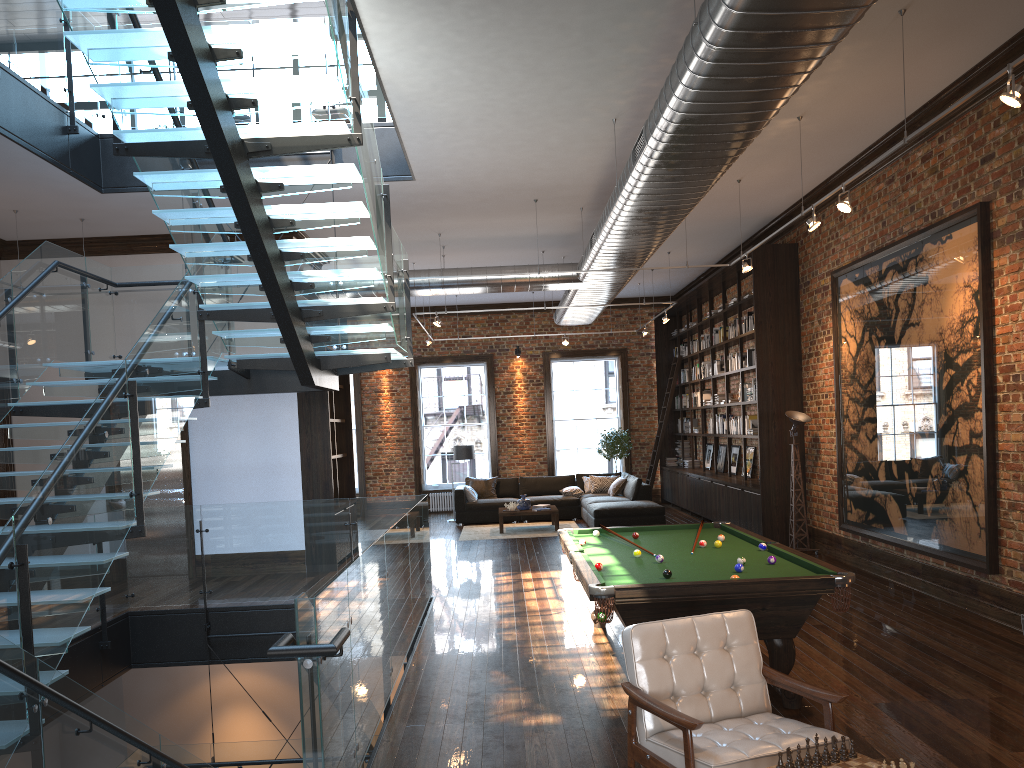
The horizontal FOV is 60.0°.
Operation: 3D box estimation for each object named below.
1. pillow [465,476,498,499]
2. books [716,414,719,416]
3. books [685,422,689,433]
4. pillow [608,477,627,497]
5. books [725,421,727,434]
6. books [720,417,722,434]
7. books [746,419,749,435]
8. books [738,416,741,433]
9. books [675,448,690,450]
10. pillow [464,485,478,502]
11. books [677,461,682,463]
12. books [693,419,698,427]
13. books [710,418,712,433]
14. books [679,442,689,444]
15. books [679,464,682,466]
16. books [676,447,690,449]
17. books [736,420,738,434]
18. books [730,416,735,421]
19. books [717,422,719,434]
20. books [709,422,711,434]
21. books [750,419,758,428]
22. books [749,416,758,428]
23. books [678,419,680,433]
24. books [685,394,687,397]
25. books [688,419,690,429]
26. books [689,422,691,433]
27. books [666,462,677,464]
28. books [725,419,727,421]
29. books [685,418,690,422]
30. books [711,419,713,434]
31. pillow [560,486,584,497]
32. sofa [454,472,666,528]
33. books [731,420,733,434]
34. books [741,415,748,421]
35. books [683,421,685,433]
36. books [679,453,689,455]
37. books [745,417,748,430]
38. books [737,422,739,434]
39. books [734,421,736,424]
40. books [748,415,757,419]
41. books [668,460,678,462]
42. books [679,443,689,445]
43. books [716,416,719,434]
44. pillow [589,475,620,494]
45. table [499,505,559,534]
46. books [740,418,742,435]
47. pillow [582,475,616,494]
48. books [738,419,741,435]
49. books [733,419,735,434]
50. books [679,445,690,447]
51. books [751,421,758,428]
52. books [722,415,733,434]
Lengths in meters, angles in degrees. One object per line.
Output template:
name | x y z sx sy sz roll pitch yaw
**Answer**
pillow | -0.608 2.005 17.118 0.700 0.441 0.304 -3 1 0
books | 3.687 0.705 15.675 0.144 0.338 0.013 -3 2 -1
books | 3.630 0.880 18.064 0.212 0.233 0.019 -3 2 -1
pillow | 1.955 1.911 16.466 0.314 0.356 0.629 -3 -2 -1
books | 3.689 0.729 14.953 0.191 0.218 0.033 -3 2 -1
books | 3.684 0.712 15.313 0.184 0.289 0.016 -3 2 -1
books | 3.698 0.656 13.673 0.176 0.247 0.038 -3 2 -1
books | 3.707 0.659 14.222 0.152 0.292 0.031 -3 2 -1
books | 3.620 1.382 18.798 0.260 0.028 0.316 -3 -3 -1
pillow | -0.773 2.069 16.732 0.244 0.306 0.573 -3 -2 0
books | 3.632 1.647 18.812 0.241 0.023 0.262 -3 -3 4
books | 3.669 0.843 17.858 0.129 0.283 0.030 -3 2 -1
books | 3.671 0.753 16.015 0.180 0.275 0.013 -3 2 -1
books | 3.629 1.245 18.793 0.207 0.022 0.247 -2 -3 -6
books | 3.659 1.709 18.814 0.198 0.035 0.217 -3 -3 2
books | 3.620 1.358 18.797 0.240 0.019 0.228 -2 -3 -5
books | 3.697 0.691 14.298 0.165 0.238 0.034 -3 2 -1
books | 3.704 0.687 14.767 0.132 0.291 0.016 -3 2 -1
books | 3.680 0.764 15.551 0.174 0.207 0.031 -3 2 -1
books | 3.680 0.798 16.172 0.178 0.205 0.068 -3 2 -1
books | 3.725 0.660 13.614 0.141 0.229 0.032 -3 2 -1
books | 3.724 0.633 13.636 0.159 0.286 0.014 -3 2 -1
books | 3.645 0.890 18.905 0.181 0.294 0.050 -3 2 -1
books | 3.620 0.351 18.106 0.159 0.286 0.014 -3 2 -1
books | 3.669 0.851 18.037 0.159 0.286 0.014 -3 2 -1
books | 3.660 0.872 17.917 0.164 0.232 0.026 -3 2 -1
books | 3.391 1.677 18.865 0.200 0.019 0.255 -3 -3 1
books | 3.694 0.711 14.976 0.176 0.257 0.014 -3 2 -1
books | 3.644 0.850 18.184 0.165 0.304 0.013 -3 2 -1
books | 3.669 0.754 15.883 0.189 0.261 0.027 -3 2 -1
pillow | 1.134 2.058 16.897 0.409 0.204 0.610 -2 -2 -3
sofa | 0.691 2.112 15.853 3.499 0.805 3.450 -3 -3 -1
books | 3.692 0.705 14.551 0.167 0.235 0.032 -3 2 -1
books | 3.704 0.645 13.977 0.177 0.297 0.014 -3 2 -1
books | 3.638 0.889 18.372 0.188 0.245 0.026 -3 2 -1
books | 3.650 1.483 18.806 0.183 0.034 0.270 -3 -3 5
books | 3.711 0.648 13.783 0.175 0.273 0.031 -3 2 -1
books | 3.696 0.709 14.253 0.165 0.197 0.027 -3 2 -1
books | 3.694 0.704 14.363 0.174 0.218 0.027 -3 2 -1
books | 3.722 0.629 13.698 0.149 0.301 0.013 -3 2 -1
books | 3.392 1.633 18.863 0.205 0.015 0.265 -2 -3 -3
books | 3.641 1.277 18.794 0.184 0.030 0.265 -3 -3 5
books | 3.689 0.716 15.650 0.170 0.312 0.038 -3 2 -1
pillow | 1.778 1.908 16.930 0.611 0.362 0.288 -3 0 3
table | 0.279 2.332 15.322 1.000 0.346 1.001 -3 -2 -1
books | 3.700 0.664 14.025 0.161 0.265 0.033 -3 2 -1
pillow | 1.703 1.946 17.109 0.703 0.339 0.269 -3 0 0
books | 3.700 0.677 14.099 0.191 0.246 0.031 -3 2 -1
books | 3.699 0.693 14.431 0.179 0.246 0.031 -3 2 -1
books | 3.642 1.311 18.795 0.203 0.020 0.317 -3 -3 0
books | 3.729 0.668 13.580 0.136 0.211 0.035 -3 2 -1
books | 3.679 0.688 15.117 0.186 0.318 0.015 -3 2 -1
